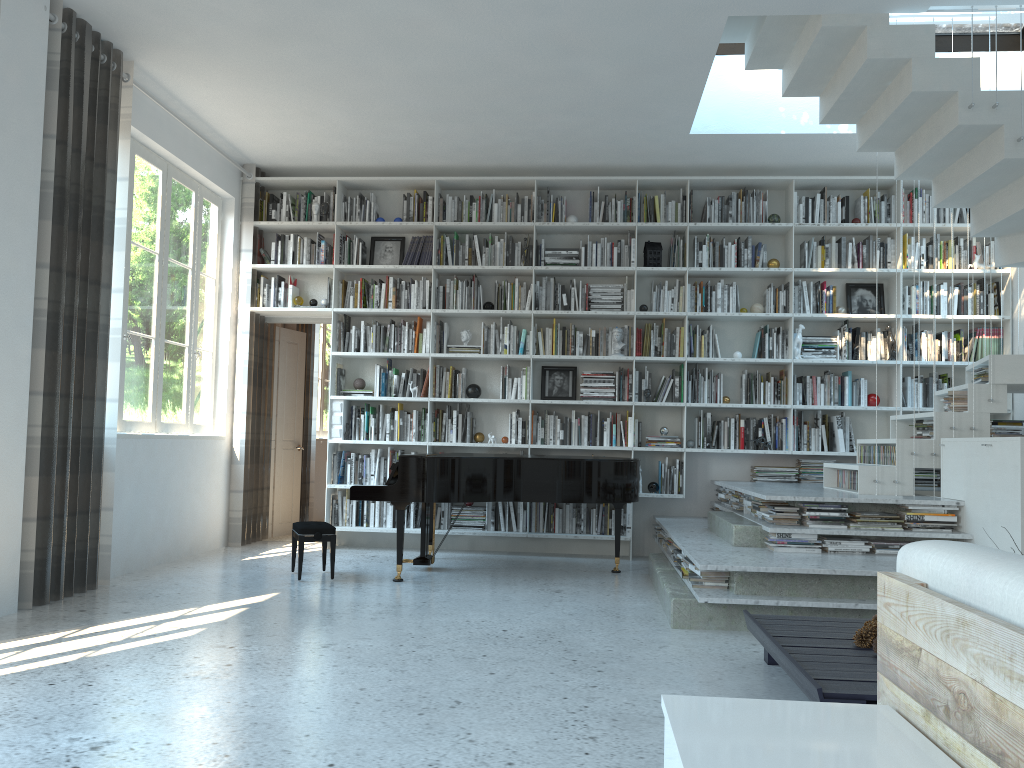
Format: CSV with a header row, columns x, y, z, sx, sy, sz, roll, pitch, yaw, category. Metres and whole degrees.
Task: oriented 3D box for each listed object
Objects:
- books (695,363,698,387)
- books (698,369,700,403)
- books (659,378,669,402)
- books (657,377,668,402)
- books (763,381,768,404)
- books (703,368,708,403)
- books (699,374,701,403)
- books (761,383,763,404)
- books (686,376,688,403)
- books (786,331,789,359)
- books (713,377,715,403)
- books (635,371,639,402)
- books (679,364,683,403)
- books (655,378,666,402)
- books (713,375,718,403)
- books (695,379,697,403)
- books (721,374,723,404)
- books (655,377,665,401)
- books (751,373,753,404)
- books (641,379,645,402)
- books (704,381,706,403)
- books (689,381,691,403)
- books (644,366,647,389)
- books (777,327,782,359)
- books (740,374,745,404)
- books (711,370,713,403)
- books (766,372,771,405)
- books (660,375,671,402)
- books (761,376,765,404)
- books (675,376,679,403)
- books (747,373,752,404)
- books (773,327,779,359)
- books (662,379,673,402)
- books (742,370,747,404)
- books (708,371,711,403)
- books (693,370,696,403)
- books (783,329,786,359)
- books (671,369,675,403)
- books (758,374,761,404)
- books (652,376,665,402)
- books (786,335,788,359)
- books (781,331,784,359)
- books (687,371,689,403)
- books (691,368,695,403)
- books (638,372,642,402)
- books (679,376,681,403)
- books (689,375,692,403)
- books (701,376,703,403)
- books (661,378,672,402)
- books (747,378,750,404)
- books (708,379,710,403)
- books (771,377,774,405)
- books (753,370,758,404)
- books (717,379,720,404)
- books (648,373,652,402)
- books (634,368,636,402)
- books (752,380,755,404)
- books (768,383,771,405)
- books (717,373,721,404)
x,y,z,sx,sy,sz,roll,pitch,yaw,category
1.529,-0.001,7.369,0.007,0.341,0.149,1,-3,5,books
1.539,0.026,7.342,0.005,0.283,0.159,1,-3,5,books
1.256,0.060,7.378,0.090,0.212,0.143,1,-3,5,books
1.246,0.053,7.384,0.095,0.226,0.144,1,-3,5,books
2.081,0.080,7.296,0.015,0.195,0.176,1,-3,5,books
1.598,0.021,7.335,0.014,0.296,0.175,1,-3,5,books
1.548,0.044,7.343,0.013,0.248,0.165,1,-3,5,books
2.039,0.085,7.289,0.018,0.182,0.182,1,-3,5,books
1.445,0.054,7.359,0.012,0.226,0.147,1,-3,5,books
2.263,-0.308,7.300,0.010,0.245,0.158,1,-3,5,books
1.670,0.060,7.348,0.008,0.222,0.134,1,-3,5,books
1.038,0.028,7.403,0.024,0.263,0.154,1,-3,5,books
1.404,0.003,7.358,0.014,0.324,0.183,1,-3,5,books
1.228,0.060,7.364,0.089,0.210,0.176,1,-3,5,books
1.681,0.052,7.338,0.015,0.238,0.176,1,-3,5,books
1.517,0.066,7.356,0.013,0.204,0.154,1,-3,5,books
1.724,0.047,7.337,0.013,0.251,0.173,1,-3,5,books
1.221,0.055,7.380,0.088,0.220,0.138,1,-3,5,books
1.966,0.047,7.318,0.008,0.258,0.158,1,-3,5,books
1.088,0.063,7.373,0.027,0.192,0.182,1,-3,5,books
1.583,0.076,7.335,0.013,0.186,0.184,1,-3,5,books
1.468,0.073,7.359,0.015,0.188,0.168,1,-3,5,books
1.111,0.007,7.390,0.013,0.306,0.141,1,-3,5,books
2.191,-0.324,7.297,0.012,0.273,0.184,1,-3,5,books
1.907,0.049,7.324,0.019,0.251,0.130,1,-3,5,books
1.651,0.029,7.352,0.006,0.285,0.159,1,-3,5,books
2.110,0.041,7.295,0.006,0.274,0.173,1,-3,5,books
1.272,0.046,7.376,0.094,0.238,0.149,1,-3,5,books
2.060,0.056,7.319,0.030,0.244,0.136,1,-3,5,books
1.359,0.053,7.350,0.029,0.223,0.171,1,-3,5,books
1.955,0.045,7.319,0.015,0.262,0.149,1,-3,5,books
2.171,-0.323,7.321,0.032,0.274,0.154,1,-3,5,books
1.288,0.065,7.372,0.091,0.205,0.169,1,-3,5,books
1.925,0.032,7.336,0.016,0.289,0.131,1,-3,5,books
1.630,0.036,7.337,0.012,0.267,0.183,1,-3,5,books
1.508,0.027,7.352,0.006,0.281,0.155,1,-3,5,books
2.229,-0.313,7.297,0.011,0.252,0.169,1,-3,5,books
1.341,0.023,7.374,0.013,0.285,0.139,1,-3,5,books
2.022,0.051,7.293,0.018,0.250,0.184,1,-3,5,books
1.211,0.050,7.362,0.095,0.228,0.190,1,-3,5,books
2.247,-0.291,7.310,0.023,0.212,0.164,1,-3,5,books
2.218,-0.308,7.316,0.013,0.244,0.158,1,-3,5,books
1.455,0.034,7.352,0.010,0.266,0.158,1,-3,5,books
1.496,0.020,7.355,0.018,0.295,0.177,1,-3,5,books
1.063,0.034,7.397,0.028,0.253,0.142,1,-3,5,books
1.385,0.052,7.359,0.021,0.226,0.148,1,-3,5,books
1.482,0.049,7.368,0.011,0.239,0.136,1,-3,5,books
1.559,0.055,7.331,0.011,0.226,0.188,1,-3,5,books
1.276,0.060,7.384,0.090,0.215,0.139,1,-3,5,books
1.938,0.067,7.305,0.016,0.215,0.178,1,-3,5,books
1.618,0.069,7.348,0.013,0.203,0.167,1,-3,5,books
2.122,0.064,7.292,0.018,0.229,0.182,1,-3,5,books
2.011,0.035,7.321,0.007,0.285,0.159,1,-3,5,books
1.695,0.068,7.333,0.014,0.207,0.180,1,-3,5,books
1.147,0.038,7.395,0.035,0.248,0.141,1,-3,5,books
1.020,0.017,7.406,0.012,0.285,0.159,1,-3,5,books
1.987,0.074,7.334,0.031,0.208,0.122,1,-3,5,books
2.097,0.086,7.290,0.019,0.183,0.190,1,-3,5,books
1.710,0.041,7.338,0.014,0.261,0.142,1,-3,5,books
